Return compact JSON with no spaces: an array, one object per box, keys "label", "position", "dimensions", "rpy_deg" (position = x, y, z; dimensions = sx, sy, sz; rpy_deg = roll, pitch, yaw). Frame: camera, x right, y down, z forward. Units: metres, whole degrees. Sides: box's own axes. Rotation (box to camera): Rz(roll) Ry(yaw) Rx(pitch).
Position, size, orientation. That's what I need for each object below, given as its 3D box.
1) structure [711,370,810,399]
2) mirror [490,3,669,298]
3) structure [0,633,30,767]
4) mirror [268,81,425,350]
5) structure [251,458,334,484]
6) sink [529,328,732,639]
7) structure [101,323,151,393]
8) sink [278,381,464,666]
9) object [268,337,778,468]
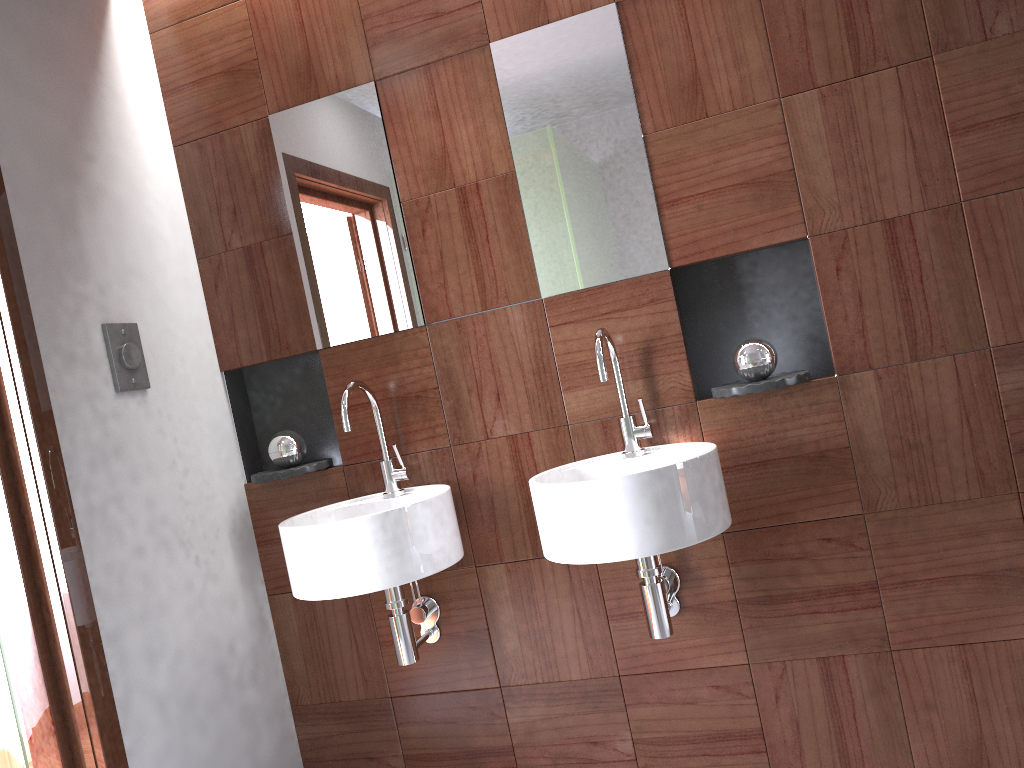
[{"label":"structure","position":[0.573,0.000,2.048],"dimensions":[0.220,0.023,0.222],"rpy_deg":[-12,1,7]},{"label":"mirror","position":[0.158,-0.551,2.128],"dimensions":[0.316,0.635,0.010],"rpy_deg":[-11,1,17]},{"label":"structure","position":[-0.985,0.278,0.458],"dimensions":[0.765,2.079,1.015],"rpy_deg":[-11,1,17]},{"label":"mirror","position":[-0.435,-0.432,2.317],"dimensions":[0.316,0.635,0.010],"rpy_deg":[-11,1,17]},{"label":"structure","position":[-0.599,0.236,2.422],"dimensions":[0.222,0.023,0.220],"rpy_deg":[-12,1,-23]},{"label":"sink","position":[0.251,0.228,1.944],"dimensions":[0.415,0.715,0.417],"rpy_deg":[-11,1,17]},{"label":"structure","position":[-0.918,-0.065,2.118],"dimensions":[0.028,0.164,0.109],"rpy_deg":[-11,1,17]},{"label":"sink","position":[-0.340,0.347,2.133],"dimensions":[0.415,0.715,0.417],"rpy_deg":[-11,1,17]},{"label":"object","position":[-0.027,0.060,2.221],"dimensions":[1.350,0.104,0.104],"rpy_deg":[-11,1,17]}]
